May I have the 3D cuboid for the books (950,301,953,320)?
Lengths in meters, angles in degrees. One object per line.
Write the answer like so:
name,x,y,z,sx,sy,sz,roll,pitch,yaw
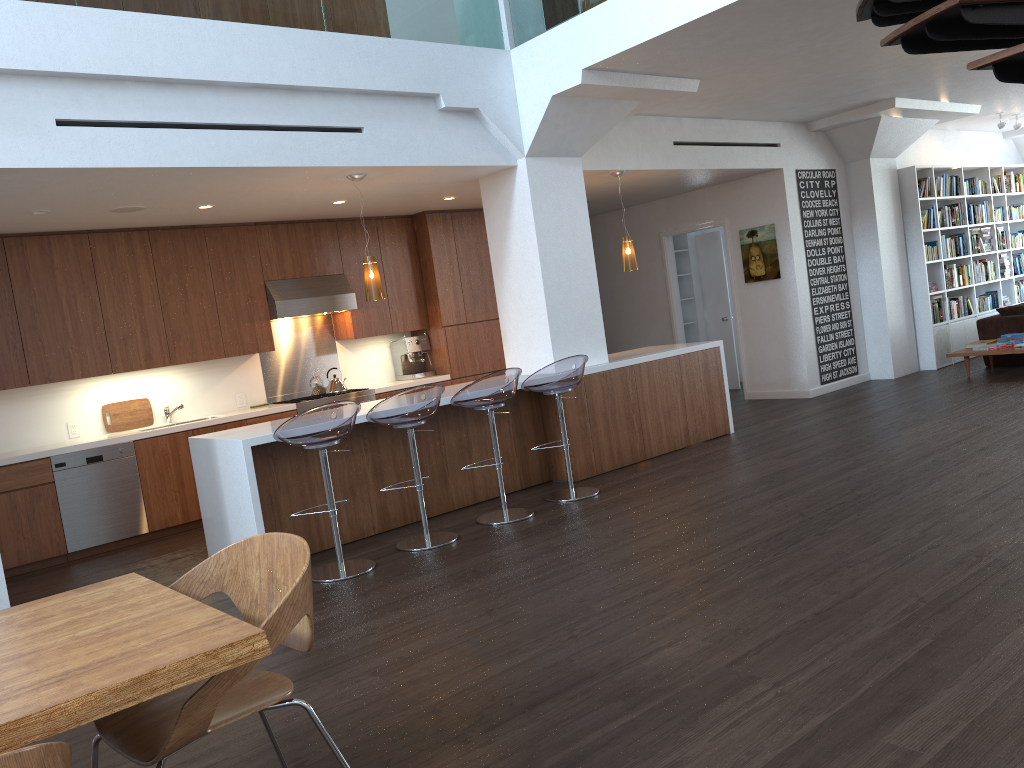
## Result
books,5.353,-0.900,10.954,0.032,0.223,0.161,-12,6,-39

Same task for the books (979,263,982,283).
books,5.982,-1.430,11.489,0.034,0.253,0.183,-12,6,-39

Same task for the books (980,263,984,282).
books,6.009,-1.436,11.507,0.034,0.253,0.183,-12,6,-39

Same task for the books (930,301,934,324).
books,4.946,-0.848,10.644,0.049,0.284,0.198,-12,6,-39

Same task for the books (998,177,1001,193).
books,6.501,-2.663,11.961,0.032,0.223,0.161,-12,6,-39

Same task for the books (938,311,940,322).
books,5.080,-0.843,10.735,0.033,0.223,0.161,-12,6,-39

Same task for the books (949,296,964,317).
books,5.578,-0.966,11.154,0.042,0.259,0.180,-12,6,-39

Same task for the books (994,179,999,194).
books,6.419,-2.637,11.890,0.130,0.207,0.161,-12,6,-39

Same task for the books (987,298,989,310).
books,6.174,-1.043,11.624,0.023,0.169,0.122,-12,6,-39

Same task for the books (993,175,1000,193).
books,6.470,-2.671,11.947,0.031,0.251,0.160,-12,6,-39

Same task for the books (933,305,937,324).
books,5.016,-0.830,10.677,0.032,0.223,0.161,-12,6,-39

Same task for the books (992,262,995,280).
books,6.294,-1.489,11.756,0.045,0.240,0.174,-12,6,-39

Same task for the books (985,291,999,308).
books,6.402,-1.123,11.822,0.042,0.231,0.140,-12,6,-39

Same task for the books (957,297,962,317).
books,5.550,-0.956,11.128,0.039,0.251,0.160,-12,6,-39

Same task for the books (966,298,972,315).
books,5.718,-0.982,11.262,0.142,0.236,0.174,-12,6,-39

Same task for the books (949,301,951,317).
books,5.321,-0.908,10.941,0.031,0.251,0.160,-12,6,-39

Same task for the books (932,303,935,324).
books,4.985,-0.838,10.664,0.031,0.251,0.160,-12,6,-39

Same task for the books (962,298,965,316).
books,5.607,-0.959,11.192,0.045,0.231,0.168,-12,6,-39

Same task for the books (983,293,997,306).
books,6.361,-1.103,11.805,0.048,0.207,0.144,-12,6,-39

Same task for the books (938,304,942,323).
books,5.110,-0.849,10.748,0.032,0.223,0.161,-12,6,-39

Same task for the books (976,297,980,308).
books,5.982,-1.019,11.477,0.020,0.200,0.127,-12,6,-39

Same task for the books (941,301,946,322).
books,5.190,-0.882,10.832,0.048,0.251,0.180,-12,6,-39

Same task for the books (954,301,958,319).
books,5.445,-0.910,11.028,0.030,0.223,0.161,-12,6,-39

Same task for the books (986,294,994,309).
books,6.282,-1.082,11.712,0.027,0.202,0.146,-12,6,-39

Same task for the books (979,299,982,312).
books,6.004,-1.012,11.486,0.022,0.178,0.128,-12,6,-39

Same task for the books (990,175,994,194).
books,6.303,-2.637,11.804,0.042,0.253,0.183,-12,6,-39

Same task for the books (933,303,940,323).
books,5.048,-0.845,10.703,0.054,0.240,0.174,-12,6,-39

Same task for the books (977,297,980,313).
books,5.958,-1.012,11.456,0.045,0.196,0.136,-12,6,-39

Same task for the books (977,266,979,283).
books,5.926,-1.403,11.432,0.026,0.223,0.161,-12,6,-39

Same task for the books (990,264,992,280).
books,6.227,-1.480,11.689,0.026,0.250,0.160,-12,6,-39

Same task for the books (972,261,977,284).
books,5.856,-1.421,11.399,0.066,0.284,0.198,-12,6,-39

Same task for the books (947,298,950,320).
books,5.255,-0.907,10.874,0.054,0.278,0.174,-12,6,-39

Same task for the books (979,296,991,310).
books,6.216,-1.056,11.658,0.021,0.178,0.128,-12,6,-39

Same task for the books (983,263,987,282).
books,6.098,-1.448,11.591,0.045,0.240,0.174,-12,6,-39

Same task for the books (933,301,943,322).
books,5.127,-0.869,10.781,0.042,0.253,0.183,-12,6,-39

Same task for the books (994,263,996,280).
books,6.329,-1.487,11.770,0.026,0.223,0.161,-12,6,-39

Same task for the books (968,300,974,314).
books,5.768,-0.977,11.293,0.135,0.207,0.161,-12,6,-39

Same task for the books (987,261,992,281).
books,6.192,-1.477,11.665,0.060,0.259,0.180,-12,6,-39

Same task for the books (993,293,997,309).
books,6.342,-1.095,11.767,0.027,0.202,0.146,-12,6,-39

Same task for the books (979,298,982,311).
books,6.019,-1.015,11.501,0.021,0.178,0.128,-12,6,-39

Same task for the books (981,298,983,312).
books,6.034,-1.022,11.522,0.030,0.184,0.134,-12,6,-39

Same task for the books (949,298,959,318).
books,5.463,-0.941,11.058,0.042,0.253,0.183,-12,6,-39

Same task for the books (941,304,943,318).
books,5.158,-0.860,10.804,0.033,0.223,0.161,-12,6,-39

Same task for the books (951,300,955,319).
books,5.379,-0.911,10.989,0.053,0.231,0.176,-12,6,-39

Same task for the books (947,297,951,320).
books,5.283,-0.918,10.921,0.049,0.284,0.198,-12,6,-39

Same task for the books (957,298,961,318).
books,5.522,-0.947,11.101,0.039,0.246,0.171,-12,6,-39

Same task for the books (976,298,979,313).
books,5.929,-1.004,11.428,0.036,0.191,0.139,-12,6,-39

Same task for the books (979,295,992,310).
books,6.236,-1.067,11.678,0.036,0.191,0.139,-12,6,-39

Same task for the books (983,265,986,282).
books,6.077,-1.435,11.564,0.027,0.223,0.161,-12,6,-39

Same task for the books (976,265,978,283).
books,5.903,-1.412,11.417,0.026,0.250,0.160,-12,6,-39

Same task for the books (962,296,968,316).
books,5.648,-0.977,11.204,0.042,0.253,0.183,-12,6,-39

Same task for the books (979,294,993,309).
books,6.256,-1.077,11.702,0.027,0.202,0.146,-12,6,-39

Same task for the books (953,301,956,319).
books,5.417,-0.914,11.011,0.033,0.223,0.161,-12,6,-39

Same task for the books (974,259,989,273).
books,6.152,-1.485,11.635,0.036,0.290,0.176,-12,6,-39

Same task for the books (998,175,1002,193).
books,6.523,-2.682,11.986,0.039,0.251,0.160,-12,6,-39

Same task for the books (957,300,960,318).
books,5.495,-0.930,11.080,0.033,0.223,0.161,-12,6,-39

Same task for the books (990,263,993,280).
books,6.248,-1.470,11.707,0.027,0.223,0.161,-12,6,-39

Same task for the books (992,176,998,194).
books,6.370,-2.642,11.861,0.136,0.236,0.174,-12,6,-39

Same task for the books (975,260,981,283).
books,5.945,-1.442,11.461,0.053,0.290,0.176,-12,6,-39
